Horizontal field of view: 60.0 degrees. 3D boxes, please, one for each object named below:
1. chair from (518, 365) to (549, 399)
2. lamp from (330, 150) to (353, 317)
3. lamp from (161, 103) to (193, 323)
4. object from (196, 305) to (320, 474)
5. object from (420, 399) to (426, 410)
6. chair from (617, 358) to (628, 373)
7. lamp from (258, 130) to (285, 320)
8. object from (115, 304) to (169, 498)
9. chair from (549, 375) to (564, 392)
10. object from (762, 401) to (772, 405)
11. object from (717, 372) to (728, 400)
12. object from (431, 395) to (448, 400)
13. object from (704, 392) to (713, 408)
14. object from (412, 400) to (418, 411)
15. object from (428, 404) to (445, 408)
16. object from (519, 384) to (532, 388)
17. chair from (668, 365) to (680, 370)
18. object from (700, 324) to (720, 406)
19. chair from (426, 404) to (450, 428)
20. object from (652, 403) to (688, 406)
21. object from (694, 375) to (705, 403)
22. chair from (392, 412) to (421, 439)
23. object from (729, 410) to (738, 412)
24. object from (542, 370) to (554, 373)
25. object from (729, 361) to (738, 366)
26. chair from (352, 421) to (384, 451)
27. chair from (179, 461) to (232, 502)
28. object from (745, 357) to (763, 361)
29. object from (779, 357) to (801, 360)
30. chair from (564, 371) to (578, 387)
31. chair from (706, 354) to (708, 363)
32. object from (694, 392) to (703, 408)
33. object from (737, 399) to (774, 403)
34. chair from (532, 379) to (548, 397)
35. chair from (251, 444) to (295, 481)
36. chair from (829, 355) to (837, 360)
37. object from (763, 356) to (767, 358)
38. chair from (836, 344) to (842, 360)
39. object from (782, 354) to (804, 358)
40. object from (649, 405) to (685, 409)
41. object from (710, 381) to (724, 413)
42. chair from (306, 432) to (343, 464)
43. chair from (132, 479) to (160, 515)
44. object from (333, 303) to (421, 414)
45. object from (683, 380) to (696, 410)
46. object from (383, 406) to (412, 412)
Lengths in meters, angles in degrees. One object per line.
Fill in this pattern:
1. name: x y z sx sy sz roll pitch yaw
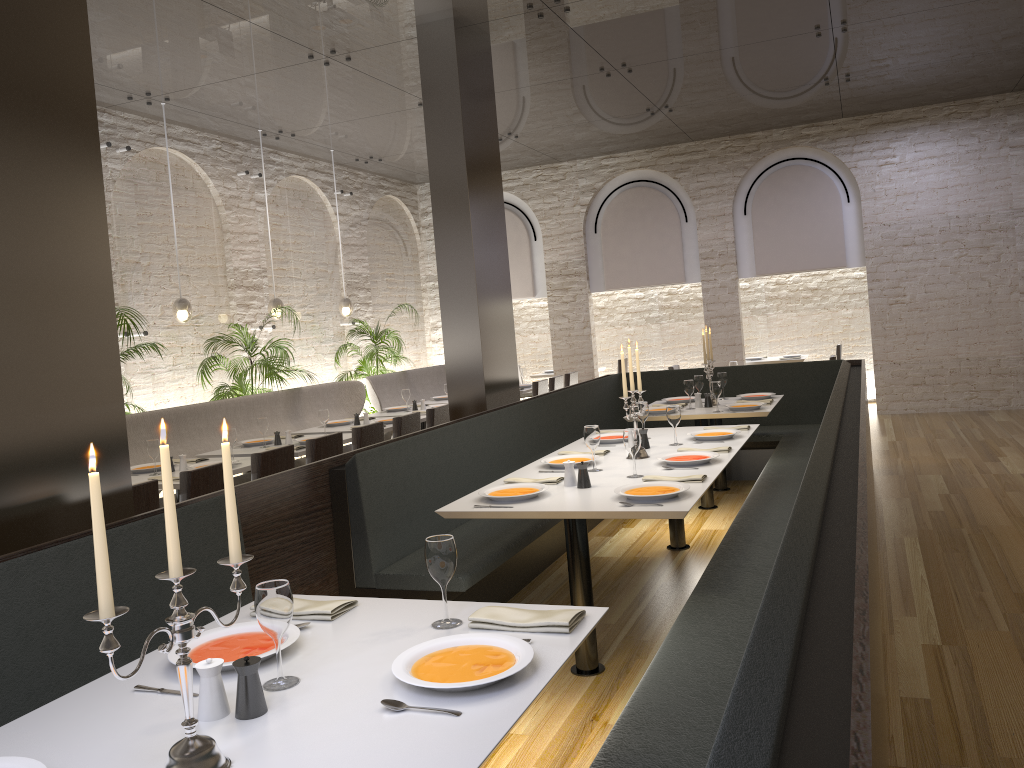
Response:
1. chair: 0.297 0.147 14.147 0.565 0.905 0.413 -4 2 22
2. lamp: -2.106 -1.833 10.819 0.178 2.039 0.178 -5 1 1
3. lamp: -3.139 -1.579 8.216 0.177 2.039 0.178 -5 1 7
4. object: -2.616 0.191 9.056 1.147 1.973 1.187 -6 2 -27
5. object: -0.913 0.208 9.090 0.059 0.109 0.059 -6 2 -32
6. chair: 1.511 0.076 13.660 0.565 0.905 0.413 -4 2 22
7. lamp: -2.617 -1.707 9.531 0.178 2.039 0.178 -5 1 1
8. object: -3.355 0.373 7.189 1.191 1.973 1.144 -6 2 -37
9. chair: 0.340 0.372 10.564 0.565 0.905 0.413 -4 2 22
10. object: 1.890 0.155 6.953 0.272 0.033 0.143 -3 4 22
11. object: 1.801 0.017 7.564 0.086 0.230 0.086 -5 2 -8
12. object: -0.786 0.162 10.253 0.322 0.036 0.321 -7 4 -31
13. object: 1.561 0.127 7.056 0.069 0.126 0.069 -6 2 -26
14. object: -0.995 0.216 9.073 0.059 0.109 0.059 -6 2 -32
15. object: -0.696 0.233 9.027 0.322 0.036 0.321 -7 4 -31
16. object: 0.131 0.031 11.109 0.322 0.036 0.321 -7 4 -31
17. chair: 2.190 0.221 10.492 0.565 0.905 0.413 -4 2 22
18. object: 1.593 -0.155 7.170 0.131 0.656 0.391 -4 2 33
19. chair: -0.809 0.654 7.670 0.565 0.905 0.413 -4 2 22
20. object: 1.313 0.178 7.358 0.272 0.033 0.143 -3 4 22
21. object: 1.577 0.043 7.452 0.087 0.230 0.086 -6 2 -32
22. chair: -1.018 0.705 7.142 0.565 0.905 0.413 -4 2 22
23. object: 1.693 0.199 6.539 0.181 0.015 0.038 -3 4 23
24. object: 0.630 -0.196 14.001 0.322 0.036 0.321 -7 4 -33
25. object: 2.266 -0.115 9.031 0.086 0.230 0.086 -6 2 -38
26. chair: -1.236 0.758 6.593 0.565 0.905 0.413 -4 2 22
27. chair: -1.870 0.914 4.997 0.565 0.905 0.413 -4 2 22
28. object: 3.501 -0.364 12.849 0.322 0.036 0.321 -7 4 -33
29. object: 3.864 -0.353 12.314 0.272 0.033 0.143 -3 4 22
30. chair: 0.553 0.320 11.099 0.565 0.905 0.413 -4 2 22
31. chair: 3.181 -0.022 12.990 0.565 0.905 0.413 -4 2 22
32. object: 1.495 0.129 7.108 0.069 0.126 0.069 -6 2 -26
33. object: 1.947 0.141 7.097 0.272 0.033 0.143 -3 4 22
34. chair: 0.133 0.423 10.043 0.565 0.905 0.413 -4 2 22
35. chair: -1.651 0.860 5.549 0.565 0.905 0.413 -4 2 22
36. chair: 3.404 0.150 10.004 0.565 0.905 0.413 -4 2 22
37. object: 3.644 -0.389 13.159 0.272 0.033 0.143 -3 4 22
38. chair: 4.396 -0.093 12.502 0.565 0.905 0.413 -4 2 22
39. object: 3.998 -0.393 12.647 0.322 0.036 0.321 -7 4 -33
40. object: 1.256 0.192 7.215 0.272 0.033 0.143 -3 4 22
41. object: 1.541 0.096 6.668 0.087 0.230 0.086 -6 2 -32
42. chair: -1.444 0.809 6.069 0.565 0.905 0.413 -4 2 22
43. chair: -2.078 0.965 4.472 0.565 0.905 0.413 -4 2 22
44. object: -1.693 -0.032 11.337 1.145 1.973 1.190 -5 2 3
45. object: 1.410 0.084 7.031 0.087 0.230 0.086 -6 2 -32
46. object: -1.193 0.262 9.228 0.322 0.036 0.321 -7 4 -31
